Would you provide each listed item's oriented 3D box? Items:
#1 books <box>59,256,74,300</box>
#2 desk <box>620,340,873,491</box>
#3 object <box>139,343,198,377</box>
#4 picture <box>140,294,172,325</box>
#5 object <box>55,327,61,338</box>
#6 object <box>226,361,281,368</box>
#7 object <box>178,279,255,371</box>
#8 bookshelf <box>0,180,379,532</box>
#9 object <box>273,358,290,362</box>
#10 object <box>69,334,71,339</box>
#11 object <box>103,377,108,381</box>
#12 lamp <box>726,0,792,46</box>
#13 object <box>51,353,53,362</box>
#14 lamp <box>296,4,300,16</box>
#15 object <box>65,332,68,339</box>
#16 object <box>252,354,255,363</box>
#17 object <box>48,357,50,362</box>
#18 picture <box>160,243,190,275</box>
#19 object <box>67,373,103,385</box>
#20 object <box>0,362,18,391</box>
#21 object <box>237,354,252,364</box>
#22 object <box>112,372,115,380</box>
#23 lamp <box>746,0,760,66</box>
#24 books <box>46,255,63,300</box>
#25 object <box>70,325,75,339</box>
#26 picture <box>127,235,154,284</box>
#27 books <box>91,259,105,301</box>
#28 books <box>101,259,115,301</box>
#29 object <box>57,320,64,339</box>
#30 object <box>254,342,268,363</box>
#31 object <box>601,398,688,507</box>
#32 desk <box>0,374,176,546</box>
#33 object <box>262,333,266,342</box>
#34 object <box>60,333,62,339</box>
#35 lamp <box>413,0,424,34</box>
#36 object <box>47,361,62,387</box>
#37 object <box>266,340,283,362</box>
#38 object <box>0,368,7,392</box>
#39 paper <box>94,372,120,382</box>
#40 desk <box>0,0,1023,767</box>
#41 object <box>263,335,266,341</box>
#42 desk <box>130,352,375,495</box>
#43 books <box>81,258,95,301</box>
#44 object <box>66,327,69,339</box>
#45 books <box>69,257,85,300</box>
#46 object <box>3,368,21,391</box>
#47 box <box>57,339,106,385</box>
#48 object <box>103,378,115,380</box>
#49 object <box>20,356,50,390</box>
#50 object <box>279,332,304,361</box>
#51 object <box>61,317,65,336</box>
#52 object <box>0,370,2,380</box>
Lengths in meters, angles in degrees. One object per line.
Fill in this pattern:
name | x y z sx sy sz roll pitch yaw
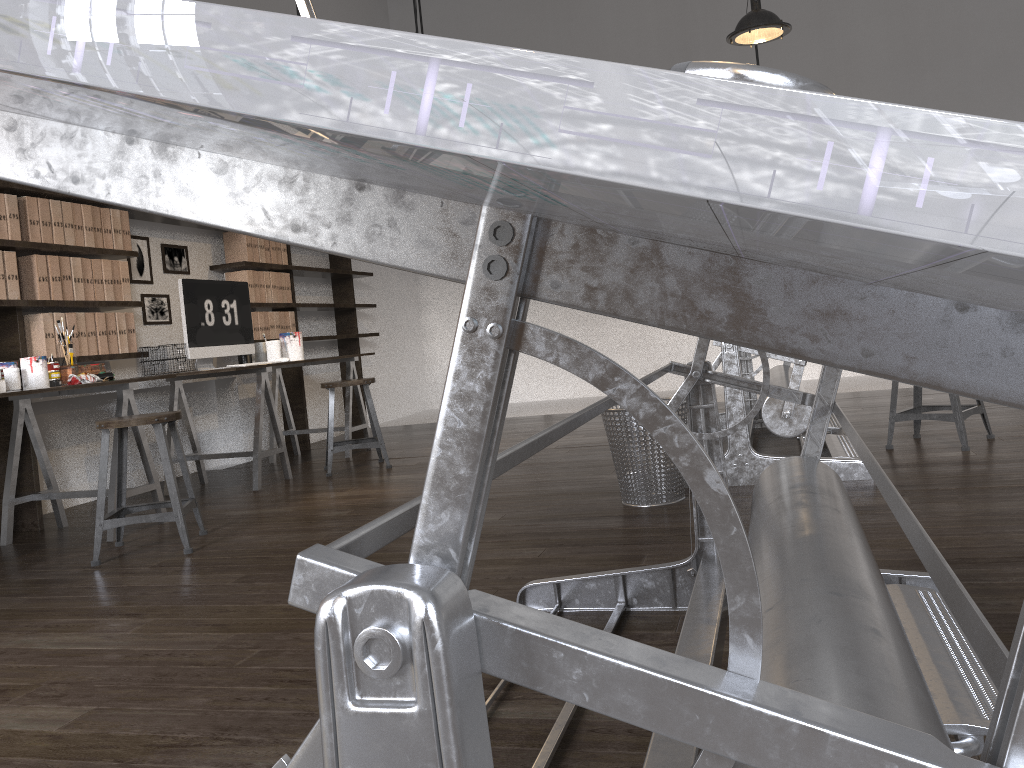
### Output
books | -2.267 -0.507 4.370 0.174 0.225 0.067 -5 0 16
desk | 1.050 -0.351 4.344 1.075 1.386 2.074 -5 2 17
object | -1.879 -0.134 4.849 0.203 0.161 0.284 -5 2 9
picture | -2.143 -0.448 5.329 0.023 0.183 0.252 -6 2 17
object | -2.063 -0.176 4.074 0.053 0.182 0.006 -6 0 -31
object | -1.476 -0.114 5.090 0.118 0.017 0.440 -5 3 12
object | -1.739 -0.343 5.176 0.204 0.517 0.645 -6 2 17
bookshelf | -2.621 -0.116 3.352 0.373 3.204 9.201 -6 3 17
object | -1.403 -0.146 5.392 0.106 0.028 0.059 -5 3 13
object | -2.044 -0.159 4.088 0.033 0.147 0.005 -6 0 -30
object | -1.844 -0.024 4.016 0.011 0.017 0.171 -6 3 -15
lamp | 1.093 -2.819 4.324 0.312 2.252 0.311 -6 0 41
object | -2.081 -0.064 4.005 0.005 0.147 0.033 -6 0 16
lamp | -1.076 -2.594 4.204 0.312 2.252 0.311 -6 0 41
object | -2.041 -0.164 4.070 0.008 0.153 0.037 -6 0 -24
object | -1.678 -0.192 5.729 0.094 0.144 0.095 -5 1 34
object | -2.099 -0.059 4.002 0.005 0.124 0.041 -6 0 13
picture | -2.110 -0.779 5.545 0.023 0.183 0.252 -6 2 17
object | -1.885 -0.026 3.914 0.132 0.050 0.197 -6 3 -13
object | -2.208 -0.030 3.870 0.094 0.128 0.095 -6 1 13
object | -1.680 -0.180 5.568 0.092 0.142 0.096 -6 1 -4
object | -1.897 -0.036 4.170 0.049 0.037 0.049 -5 2 20
lamp | 1.531 -2.946 5.814 0.313 2.252 0.311 -6 0 -4
books | -2.283 -0.501 4.296 0.174 0.226 0.067 -5 0 17
object | -2.045 -0.177 4.080 0.071 0.186 0.008 -6 0 -31
picture | -2.204 -0.732 5.225 0.022 0.284 0.202 -6 1 16
books | -2.206 -0.524 4.574 0.174 0.225 0.067 -5 0 17
books | -2.182 -0.530 4.637 0.174 0.226 0.067 -5 0 16
object | -2.054 -0.188 4.063 0.007 0.214 0.055 -6 0 23
object | -1.598 -0.196 5.665 0.095 0.143 0.097 -5 1 34
object | 0.524 0.260 3.390 0.352 0.378 0.354 -5 2 38
desk | -2.069 0.381 3.396 0.654 0.669 1.673 -5 3 17
object | -1.597 -0.233 5.782 0.045 0.204 0.007 -6 0 -3
object | -2.061 -0.158 4.076 0.005 0.152 0.045 -6 0 -1
lamp | -0.639 -2.720 5.695 0.312 2.252 0.311 -6 0 41
object | -2.036 -0.043 3.939 0.049 0.112 0.050 -6 1 20
object | -1.506 -0.202 5.609 0.094 0.144 0.095 -5 1 43
object | -2.195 -0.015 3.802 0.044 0.101 0.045 -6 1 17
paper | -1.868 -0.031 4.046 0.137 0.038 0.155 -4 3 31
desk | 0.107 -0.079 1.129 1.075 1.386 2.286 -5 2 17
object | -1.585 -0.235 5.775 0.055 0.180 0.007 -6 0 -2
desk | -1.467 0.207 5.450 0.654 0.669 1.673 -5 3 17
books | -2.226 -0.518 4.505 0.174 0.225 0.067 -5 0 17
object | -2.037 -0.174 4.077 0.021 0.180 0.005 -6 0 36
books | -2.242 -0.513 4.436 0.174 0.225 0.067 -5 0 16
object | -2.135 -0.020 3.784 0.062 0.094 0.062 -6 1 -24
box | -2.019 -0.107 4.104 0.137 0.207 0.212 -5 2 17
object | -1.840 -0.021 4.009 0.156 0.006 0.006 -3 3 37
object | -2.093 -0.049 3.886 0.104 0.141 0.105 -5 1 24
object | -1.433 -0.238 5.763 0.145 0.196 0.144 -6 1 -11
object | -2.063 -0.196 4.085 0.007 0.228 0.020 -6 0 -42
object | -2.192 -0.012 3.744 0.063 0.093 0.063 -6 1 -33
